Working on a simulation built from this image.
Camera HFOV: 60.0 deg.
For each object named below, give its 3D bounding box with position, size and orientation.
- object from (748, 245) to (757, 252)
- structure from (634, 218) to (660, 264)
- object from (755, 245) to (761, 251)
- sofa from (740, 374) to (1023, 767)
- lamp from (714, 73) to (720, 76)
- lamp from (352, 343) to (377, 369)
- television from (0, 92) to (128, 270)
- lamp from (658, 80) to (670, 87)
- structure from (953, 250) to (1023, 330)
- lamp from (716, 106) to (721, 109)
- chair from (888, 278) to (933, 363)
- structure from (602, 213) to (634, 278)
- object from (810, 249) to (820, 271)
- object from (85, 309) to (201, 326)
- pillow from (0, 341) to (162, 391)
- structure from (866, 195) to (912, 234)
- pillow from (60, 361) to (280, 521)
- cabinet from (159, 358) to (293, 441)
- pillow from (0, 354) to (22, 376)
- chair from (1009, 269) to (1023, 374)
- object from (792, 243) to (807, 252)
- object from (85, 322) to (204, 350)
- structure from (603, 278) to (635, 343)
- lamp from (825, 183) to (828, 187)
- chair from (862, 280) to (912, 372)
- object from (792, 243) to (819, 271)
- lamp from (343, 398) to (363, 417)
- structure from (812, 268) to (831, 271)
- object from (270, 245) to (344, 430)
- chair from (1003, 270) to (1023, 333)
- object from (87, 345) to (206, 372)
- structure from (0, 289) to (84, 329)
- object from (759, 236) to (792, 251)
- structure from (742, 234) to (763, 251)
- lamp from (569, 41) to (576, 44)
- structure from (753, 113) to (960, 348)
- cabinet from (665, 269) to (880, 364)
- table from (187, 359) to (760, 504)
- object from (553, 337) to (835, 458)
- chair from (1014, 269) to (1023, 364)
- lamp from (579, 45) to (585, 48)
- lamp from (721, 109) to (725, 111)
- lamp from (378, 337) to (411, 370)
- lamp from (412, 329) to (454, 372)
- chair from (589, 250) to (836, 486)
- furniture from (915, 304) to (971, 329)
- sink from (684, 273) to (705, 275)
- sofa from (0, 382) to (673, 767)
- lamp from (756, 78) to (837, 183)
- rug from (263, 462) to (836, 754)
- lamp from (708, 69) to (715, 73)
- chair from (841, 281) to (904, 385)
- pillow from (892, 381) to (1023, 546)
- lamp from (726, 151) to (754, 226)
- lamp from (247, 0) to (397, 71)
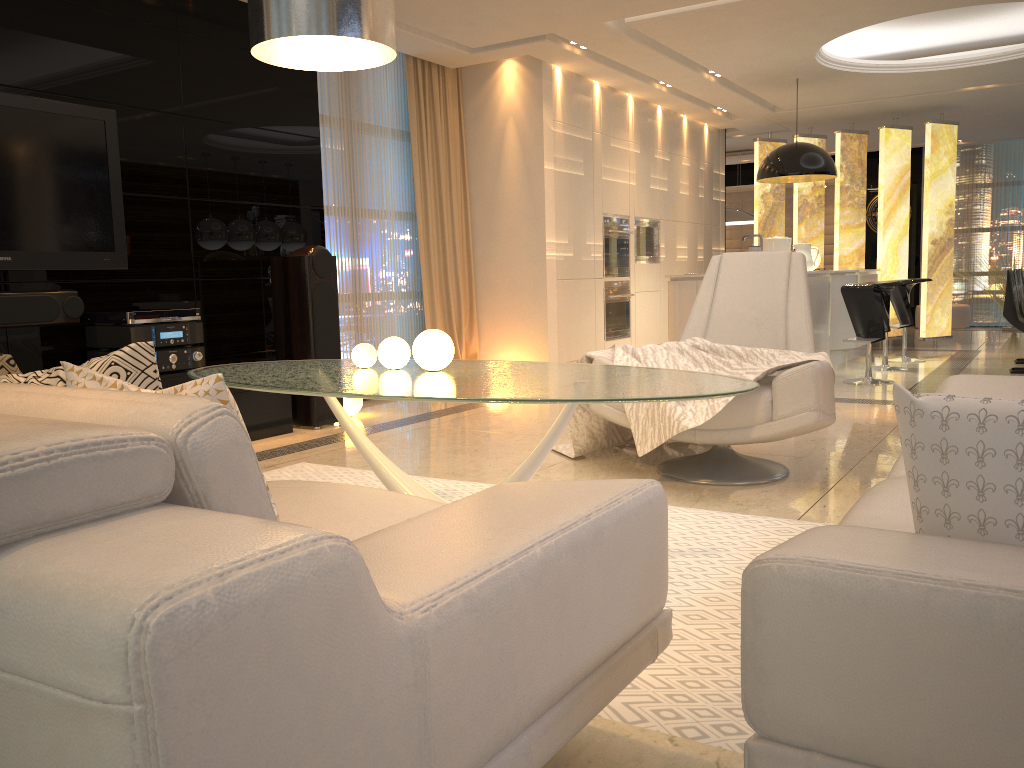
[{"bbox_3d":[1.907,-0.992,7.023,0.071,0.219,0.071,1,7,23],"label":"object"},{"bbox_3d":[1.211,-1.477,9.259,0.446,0.450,0.659,3,8,32],"label":"structure"},{"bbox_3d":[1.963,-1.004,7.113,0.071,0.219,0.071,-1,7,8],"label":"object"},{"bbox_3d":[1.380,0.257,1.863,1.145,0.754,2.328,3,8,32],"label":"sofa"},{"bbox_3d":[1.876,-2.849,8.014,0.107,0.127,0.107,0,7,13],"label":"lamp"},{"bbox_3d":[-0.533,-0.102,3.199,0.090,0.091,0.090,-2,7,-7],"label":"lamp"},{"bbox_3d":[-2.470,-0.961,4.198,0.055,0.839,1.358,3,8,32],"label":"television"},{"bbox_3d":[1.456,-2.875,8.327,0.107,0.127,0.270,3,8,32],"label":"lamp"},{"bbox_3d":[6.874,-1.302,12.121,1.275,1.142,1.282,-3,7,-12],"label":"structure"},{"bbox_3d":[2.264,-3.050,9.619,0.107,0.127,0.107,0,7,13],"label":"lamp"},{"bbox_3d":[3.786,-0.616,8.539,0.380,0.789,0.380,-2,7,0],"label":"chair"},{"bbox_3d":[0.809,-1.335,8.645,0.595,0.597,0.609,3,8,32],"label":"structure"},{"bbox_3d":[2.841,-1.188,8.492,0.212,0.214,0.213,-2,7,-7],"label":"object"},{"bbox_3d":[-1.958,-0.356,4.722,0.371,0.070,0.441,3,8,32],"label":"object"},{"bbox_3d":[-0.903,0.140,1.633,0.587,0.429,0.288,-1,7,7],"label":"pillow"},{"bbox_3d":[5.761,-2.612,13.578,0.669,0.669,0.048,3,8,32],"label":"structure"},{"bbox_3d":[-0.550,0.154,1.448,0.463,0.380,0.222,3,8,36],"label":"pillow"},{"bbox_3d":[-2.256,0.228,4.259,0.416,0.444,2.842,3,8,32],"label":"cabinet"},{"bbox_3d":[-1.136,0.114,1.862,0.575,0.436,0.301,4,9,38],"label":"pillow"},{"bbox_3d":[4.376,-0.518,7.283,0.496,0.858,0.523,3,8,32],"label":"chair"},{"bbox_3d":[3.019,-1.367,9.301,0.256,0.212,0.249,-4,7,-22],"label":"object"},{"bbox_3d":[-1.938,-0.256,4.720,0.407,0.130,0.446,3,8,32],"label":"object"},{"bbox_3d":[0.825,-0.730,8.716,0.595,0.597,0.609,3,8,32],"label":"structure"},{"bbox_3d":[5.206,-3.344,14.784,0.107,0.127,0.107,0,7,13],"label":"lamp"},{"bbox_3d":[3.313,-0.523,7.858,0.380,0.789,0.380,0,7,15],"label":"chair"},{"bbox_3d":[2.734,-1.182,8.291,0.211,0.254,0.183,-2,7,-6],"label":"object"},{"bbox_3d":[-1.107,0.113,5.948,0.212,0.214,0.213,-2,7,-7],"label":"lamp"},{"bbox_3d":[3.009,-1.197,9.333,0.502,0.026,0.811,3,8,32],"label":"structure"},{"bbox_3d":[-1.331,-0.300,5.597,0.468,1.127,0.285,3,8,32],"label":"object"},{"bbox_3d":[3.919,-0.419,6.553,0.496,0.858,0.523,3,8,32],"label":"chair"},{"bbox_3d":[-1.929,-0.126,4.733,0.419,0.130,0.446,3,8,32],"label":"object"},{"bbox_3d":[-2.419,-0.356,4.262,0.107,0.179,0.745,3,8,32],"label":"structure"},{"bbox_3d":[2.454,-1.209,8.266,0.288,0.330,0.288,-7,9,-40],"label":"object"},{"bbox_3d":[1.960,-1.066,7.249,0.177,0.310,0.089,3,8,32],"label":"structure"},{"bbox_3d":[0.481,-2.664,6.770,0.107,0.127,0.107,1,7,21],"label":"lamp"},{"bbox_3d":[3.922,-1.716,10.292,2.180,2.555,0.448,3,8,32],"label":"structure"},{"bbox_3d":[2.583,-0.606,8.313,1.046,0.887,3.752,3,8,32],"label":"cabinet"},{"bbox_3d":[-0.250,0.248,2.963,2.140,0.565,0.999,3,8,31],"label":"table"},{"bbox_3d":[0.804,0.081,4.150,0.972,0.580,1.347,-4,7,-21],"label":"object"},{"bbox_3d":[4.824,-0.615,7.998,0.496,0.858,0.523,3,8,32],"label":"chair"},{"bbox_3d":[0.567,-2.683,6.908,0.107,0.127,0.107,1,7,21],"label":"lamp"},{"bbox_3d":[2.351,-3.069,9.757,0.107,0.127,0.107,2,8,28],"label":"lamp"},{"bbox_3d":[-0.415,-0.109,3.125,0.115,0.115,0.115,-6,8,-32],"label":"lamp"},{"bbox_3d":[-0.269,-0.116,3.032,0.143,0.143,0.143,0,7,16],"label":"lamp"},{"bbox_3d":[1.002,-0.113,4.063,1.027,0.991,0.983,3,8,31],"label":"chair"},{"bbox_3d":[6.312,-0.997,13.001,0.735,0.357,0.735,3,8,34],"label":"furniture"},{"bbox_3d":[1.802,-0.852,7.408,0.485,0.152,0.738,3,8,32],"label":"sink"},{"bbox_3d":[-0.968,0.328,1.800,2.328,0.754,1.145,3,8,32],"label":"sofa"},{"bbox_3d":[2.603,-2.329,8.103,0.710,0.898,0.710,5,9,42],"label":"lamp"},{"bbox_3d":[-0.258,0.539,3.019,2.900,0.020,1.661,3,8,31],"label":"rug"},{"bbox_3d":[1.790,-2.831,7.876,0.107,0.127,0.107,0,7,13],"label":"lamp"},{"bbox_3d":[2.818,-0.407,6.992,0.380,0.789,0.380,-5,7,-25],"label":"chair"},{"bbox_3d":[0.872,0.138,1.350,0.521,0.325,0.281,4,9,41],"label":"pillow"},{"bbox_3d":[2.966,-2.847,13.038,1.578,0.995,0.939,3,8,32],"label":"lamp"},{"bbox_3d":[-0.935,-0.562,1.792,0.393,2.519,2.009,3,8,32],"label":"lamp"}]
